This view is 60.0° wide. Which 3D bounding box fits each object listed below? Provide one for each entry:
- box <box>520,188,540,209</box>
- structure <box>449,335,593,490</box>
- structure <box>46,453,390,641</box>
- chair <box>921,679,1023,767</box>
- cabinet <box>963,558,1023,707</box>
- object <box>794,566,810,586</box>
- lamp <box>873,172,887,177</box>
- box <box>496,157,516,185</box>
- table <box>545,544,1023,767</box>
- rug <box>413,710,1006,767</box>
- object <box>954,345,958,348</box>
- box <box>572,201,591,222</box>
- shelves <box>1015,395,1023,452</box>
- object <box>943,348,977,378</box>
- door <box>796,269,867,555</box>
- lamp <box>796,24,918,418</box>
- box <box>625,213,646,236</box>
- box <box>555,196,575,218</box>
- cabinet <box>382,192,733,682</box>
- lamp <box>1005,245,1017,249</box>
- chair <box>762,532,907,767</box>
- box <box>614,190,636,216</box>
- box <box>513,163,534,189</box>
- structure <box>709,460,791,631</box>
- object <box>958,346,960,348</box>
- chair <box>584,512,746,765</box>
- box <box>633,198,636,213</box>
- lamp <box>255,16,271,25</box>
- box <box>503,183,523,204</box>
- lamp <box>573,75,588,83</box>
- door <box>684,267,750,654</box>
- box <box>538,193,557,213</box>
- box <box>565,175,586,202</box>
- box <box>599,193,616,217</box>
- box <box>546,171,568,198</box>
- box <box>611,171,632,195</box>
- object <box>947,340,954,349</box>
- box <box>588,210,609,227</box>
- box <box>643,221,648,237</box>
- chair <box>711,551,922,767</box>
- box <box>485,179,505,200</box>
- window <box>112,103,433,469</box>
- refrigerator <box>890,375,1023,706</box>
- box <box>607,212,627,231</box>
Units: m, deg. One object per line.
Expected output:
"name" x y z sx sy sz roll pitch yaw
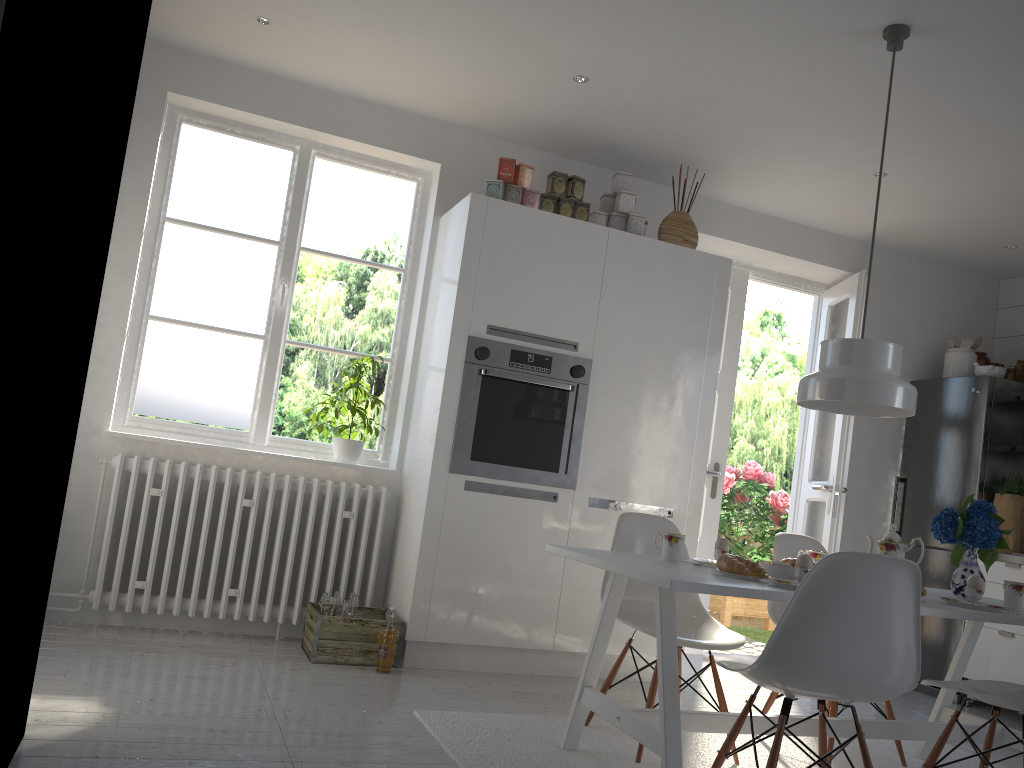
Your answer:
"box" 0.074 -0.845 4.140 0.081 0.110 0.081 10 -5 -25
"structure" 0.060 0.154 4.118 0.728 0.607 0.322 10 -5 -20
"structure" -1.603 0.691 3.823 2.105 0.758 0.175 10 -5 -20
"chair" 1.533 0.963 2.649 0.466 0.798 0.542 11 -5 -31
"cabinet" 3.314 1.299 3.393 0.664 0.793 3.242 10 -6 -20
"object" 0.832 0.554 2.534 0.048 0.057 0.048 6 -5 20
"lamp" 1.788 -1.026 4.299 0.064 0.030 0.064 11 -7 -27
"box" -0.027 -0.977 4.089 0.081 0.110 0.081 8 -5 0
"table" 1.058 0.996 2.911 1.829 0.658 0.815 10 -6 -20
"rug" 0.971 1.315 2.873 2.314 0.004 1.428 10 -7 -20
"object" 2.681 -0.123 5.360 0.061 0.250 0.118 7 -5 10
"box" 0.321 -0.802 4.214 0.081 0.110 0.081 9 -5 -10
"shelves" 3.472 0.125 3.851 0.427 0.510 2.543 10 -6 -20
"object" 2.693 -0.098 5.330 0.174 0.207 0.174 10 -5 -25
"door" 1.836 0.523 5.257 0.156 2.320 0.604 8 -4 0
"lamp" 1.235 -0.567 3.007 0.373 1.319 0.375 7 -4 11
"box" 0.592 -0.757 4.279 0.081 0.110 0.081 8 -5 -5
"box" 0.241 -0.816 4.188 0.081 0.110 0.081 10 -5 -20
"cabinet" 0.223 0.312 4.324 1.380 2.091 0.513 10 -5 -20
"lamp" 2.851 -0.794 5.062 0.064 0.030 0.064 11 -7 -27
"chair" 1.243 1.011 3.455 0.466 0.798 0.542 10 -5 -26
"box" 0.547 -0.872 4.300 0.081 0.110 0.081 9 -5 -15
"box" 0.047 -0.961 4.134 0.081 0.110 0.081 11 -6 -30
"structure" 1.777 1.235 6.980 1.178 1.276 1.263 10 -5 -19
"object" 2.729 -0.116 5.353 0.034 0.249 0.118 9 -5 -20
"chair" 0.558 0.887 3.198 0.466 0.798 0.543 10 -5 -21
"box" 0.567 -0.860 4.386 0.081 0.110 0.081 8 -5 5
"lamp" -1.013 -1.492 3.617 0.064 0.030 0.064 11 -7 -27
"box" -0.003 -0.859 4.108 0.081 0.110 0.081 9 -5 -15
"lamp" 0.291 -1.297 3.740 0.064 0.030 0.064 11 -7 -27
"door" 1.009 0.407 5.251 0.603 2.320 0.156 10 -4 -20
"box" 0.164 -0.829 4.170 0.081 0.110 0.081 8 -5 -5
"box" 0.291 -0.919 4.195 0.081 0.110 0.081 12 -6 -40
"box" 0.476 -0.874 4.374 0.081 0.110 0.081 9 -5 -10
"box" 0.210 -0.933 4.172 0.081 0.110 0.081 10 -5 -20
"box" 0.537 -0.978 4.359 0.081 0.110 0.081 9 -5 -10
"object" 2.657 -0.131 5.359 0.054 0.262 0.150 4 -6 45
"box" 0.414 -0.778 4.317 0.081 0.110 0.081 10 -5 -20
"box" 0.618 -0.744 4.363 0.081 0.110 0.081 8 -5 -5
"chair" 0.810 0.833 2.386 0.465 0.798 0.544 8 -5 -6
"box" -0.080 -0.874 4.072 0.081 0.110 0.081 7 -5 10
"window" -1.105 -0.427 4.270 1.289 1.559 0.116 10 -4 -20
"refrigerator" 2.693 0.904 5.207 0.695 1.795 0.577 10 -5 -20
"box" 0.506 -0.766 4.309 0.081 0.110 0.081 8 -5 -5
